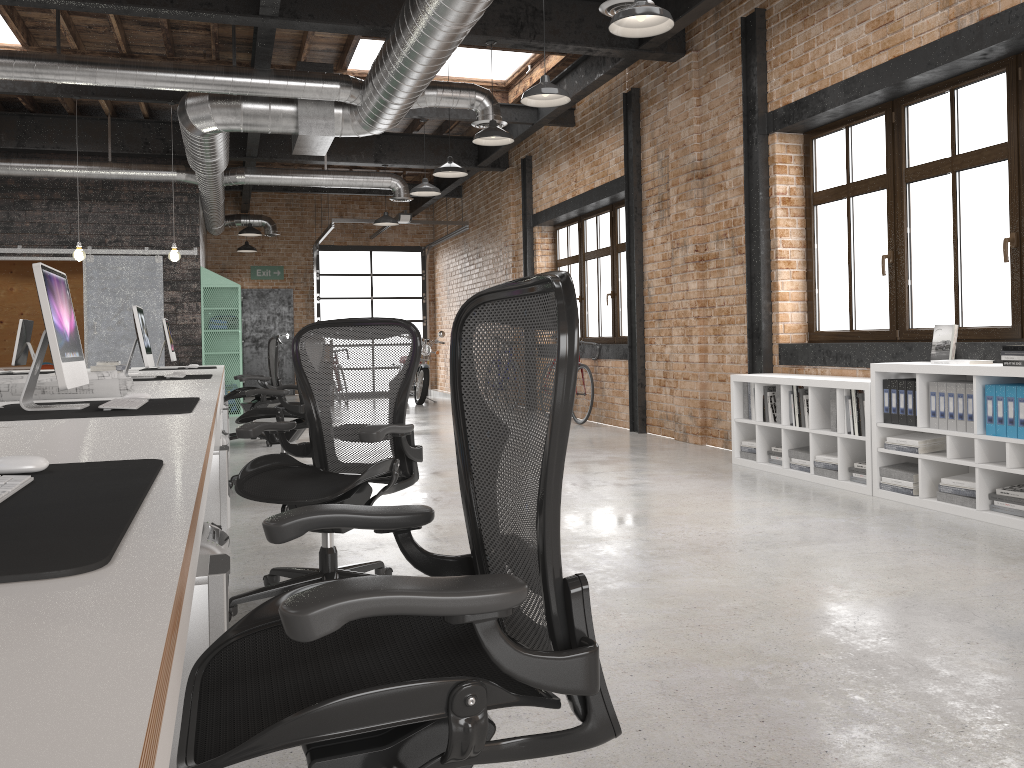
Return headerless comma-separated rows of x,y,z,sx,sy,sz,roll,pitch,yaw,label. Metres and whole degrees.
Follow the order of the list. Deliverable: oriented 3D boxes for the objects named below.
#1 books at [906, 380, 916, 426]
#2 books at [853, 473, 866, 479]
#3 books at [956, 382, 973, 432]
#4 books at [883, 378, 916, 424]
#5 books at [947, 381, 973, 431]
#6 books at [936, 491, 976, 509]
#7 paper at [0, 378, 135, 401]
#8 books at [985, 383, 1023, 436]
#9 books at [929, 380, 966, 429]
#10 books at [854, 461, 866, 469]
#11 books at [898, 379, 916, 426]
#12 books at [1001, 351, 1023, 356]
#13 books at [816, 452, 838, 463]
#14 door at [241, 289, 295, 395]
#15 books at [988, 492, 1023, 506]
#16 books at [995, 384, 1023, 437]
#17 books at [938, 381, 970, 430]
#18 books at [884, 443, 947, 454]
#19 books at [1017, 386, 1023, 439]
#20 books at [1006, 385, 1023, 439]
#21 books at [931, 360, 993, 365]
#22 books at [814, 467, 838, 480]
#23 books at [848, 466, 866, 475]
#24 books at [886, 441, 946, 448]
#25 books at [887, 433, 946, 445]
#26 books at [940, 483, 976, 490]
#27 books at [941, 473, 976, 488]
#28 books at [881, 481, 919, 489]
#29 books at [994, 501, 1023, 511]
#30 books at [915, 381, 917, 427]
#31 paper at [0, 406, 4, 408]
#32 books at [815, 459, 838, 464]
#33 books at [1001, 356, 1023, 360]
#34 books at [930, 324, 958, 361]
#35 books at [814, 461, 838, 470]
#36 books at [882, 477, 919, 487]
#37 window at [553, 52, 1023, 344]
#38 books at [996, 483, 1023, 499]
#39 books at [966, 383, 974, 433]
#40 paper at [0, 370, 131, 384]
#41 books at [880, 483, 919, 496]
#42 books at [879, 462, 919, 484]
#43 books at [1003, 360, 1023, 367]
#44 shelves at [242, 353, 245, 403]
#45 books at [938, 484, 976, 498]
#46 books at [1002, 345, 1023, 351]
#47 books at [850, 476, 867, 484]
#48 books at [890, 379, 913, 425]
2.395,0.108,5.118,0.232,0.261,0.062,-2,0,-18,books
2.259,0.563,5.492,0.164,0.047,0.239,-2,3,-17,books
2.511,0.122,4.776,0.232,0.261,0.062,-2,0,-18,books
2.336,0.100,5.302,0.232,0.261,0.062,-2,0,-18,books
2.492,0.119,4.837,0.232,0.261,0.062,-2,0,-18,books
2.492,0.613,4.790,0.217,0.072,0.290,-2,3,-18,books
-2.169,0.036,3.644,1.135,0.082,0.083,-2,2,-23,paper
2.561,0.131,4.577,0.232,0.261,0.062,-2,0,-18,books
2.452,0.114,4.959,0.232,0.261,0.062,-2,0,-18,books
2.281,0.502,5.486,0.199,0.054,0.240,-2,3,-17,books
2.375,0.105,5.179,0.232,0.261,0.062,-2,0,-18,books
2.615,-0.154,4.393,0.212,0.023,0.259,-2,3,-18,books
2.150,0.476,5.777,0.214,0.052,0.252,-2,3,-18,books
-4.790,-0.821,17.378,0.998,2.099,0.218,-1,0,-18,door
2.621,0.575,4.504,0.222,0.055,0.282,-2,3,-17,books
2.581,0.133,4.517,0.232,0.261,0.062,-2,0,-18,books
2.472,0.117,4.899,0.232,0.261,0.062,-2,0,-18,books
2.345,0.362,5.151,0.207,0.061,0.274,-2,3,-18,books
2.620,0.138,4.394,0.232,0.261,0.062,-2,0,-18,books
2.600,0.136,4.455,0.232,0.261,0.062,-2,0,-18,books
2.493,-0.121,4.907,0.174,0.021,0.273,-2,3,-18,books
2.150,0.571,5.796,0.217,0.072,0.290,-2,3,-18,books
2.278,0.533,5.511,0.222,0.055,0.282,-2,3,-17,books
2.350,0.336,5.144,0.219,0.034,0.260,-2,3,-18,books
2.350,0.318,5.140,0.214,0.046,0.251,-2,3,-18,books
2.492,0.536,4.775,0.219,0.039,0.260,-2,3,-18,books
2.492,0.518,4.771,0.214,0.052,0.252,-2,3,-18,books
2.340,0.575,5.189,0.219,0.034,0.260,-2,3,-18,books
2.602,0.605,4.485,0.164,0.047,0.239,-2,3,-17,books
2.415,0.110,5.056,0.232,0.261,0.062,-2,0,-18,books
-1.710,0.114,1.874,0.976,0.105,1.076,-2,3,-20,paper
2.149,0.494,5.781,0.219,0.039,0.260,-2,3,-18,books
2.605,-0.131,4.399,0.191,0.023,0.242,-2,3,-20,books
2.577,-0.243,5.281,0.065,0.224,0.161,-1,1,-18,books
2.145,0.520,5.787,0.207,0.067,0.275,-2,3,-18,books
2.341,0.557,5.185,0.214,0.046,0.251,-2,3,-18,books
1.900,-1.206,8.229,0.147,1.690,8.639,-1,3,-18,window
2.623,0.544,4.480,0.199,0.054,0.240,-2,3,-17,books
2.531,0.125,4.713,0.232,0.261,0.062,-2,0,-18,books
-2.830,-0.011,4.894,1.075,0.105,0.976,1,3,37,paper
2.335,0.601,5.196,0.207,0.061,0.274,-2,3,-18,books
2.338,0.520,5.204,0.217,0.078,0.291,-2,3,-18,books
2.615,-0.103,4.393,0.191,0.032,0.259,-2,3,-16,books
-4.617,-0.056,14.306,0.567,0.855,0.985,-1,2,-18,shelves
2.487,0.562,4.781,0.207,0.067,0.275,-2,3,-18,books
2.609,-0.179,4.401,0.191,0.028,0.240,-2,3,-16,books
2.263,0.591,5.507,0.184,0.049,0.261,-2,3,-17,books
2.356,0.102,5.241,0.232,0.261,0.062,-2,0,-18,books
